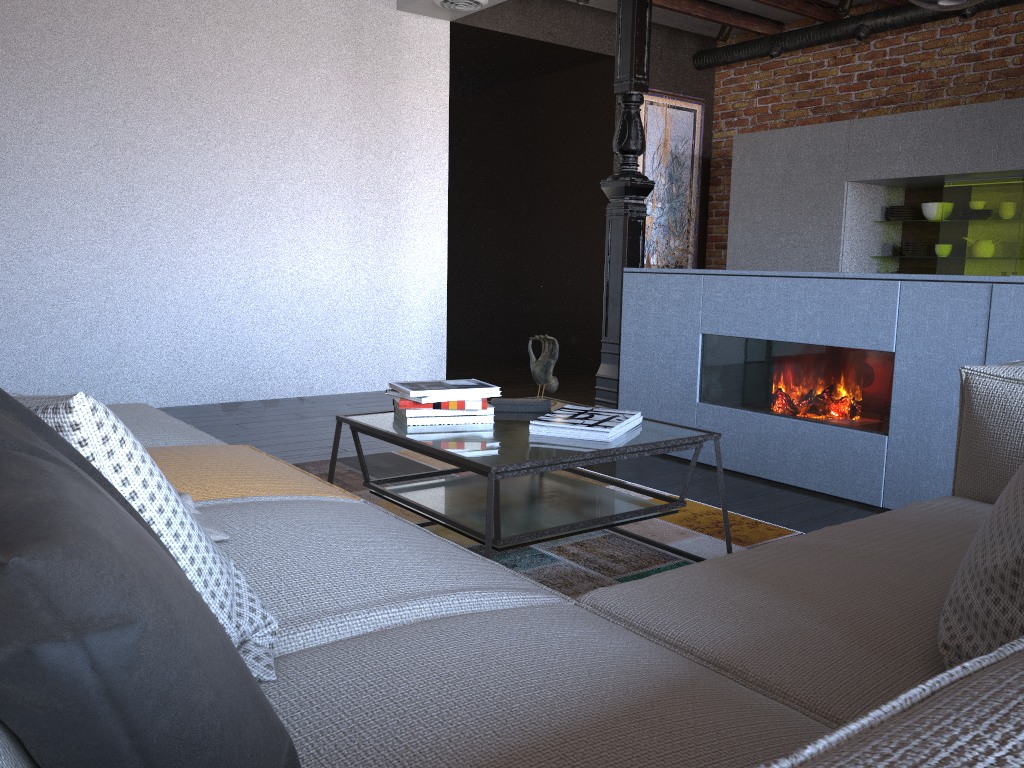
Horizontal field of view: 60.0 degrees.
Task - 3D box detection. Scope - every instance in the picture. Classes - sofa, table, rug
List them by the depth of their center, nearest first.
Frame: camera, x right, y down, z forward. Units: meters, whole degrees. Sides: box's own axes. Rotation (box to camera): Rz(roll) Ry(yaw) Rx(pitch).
[{"bbox_3d":[-0.151,0.268,1.886,2.535,0.698,3.298,-5,10,-37],"label":"sofa"},{"bbox_3d":[0.025,0.303,2.476,0.842,0.389,0.848,-5,10,-37],"label":"table"},{"bbox_3d":[0.013,0.455,2.911,1.431,0.013,2.362,-5,10,-37],"label":"rug"}]

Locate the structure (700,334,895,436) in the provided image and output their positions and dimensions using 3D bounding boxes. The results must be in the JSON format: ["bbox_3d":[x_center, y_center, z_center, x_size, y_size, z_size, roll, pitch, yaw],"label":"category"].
[{"bbox_3d":[1.210,0.004,3.569,0.332,0.394,0.943,-5,10,-37],"label":"structure"}]

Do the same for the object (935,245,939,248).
[{"bbox_3d":[2.786,-0.870,5.729,0.100,0.059,0.100,-2,8,-23],"label":"object"}]

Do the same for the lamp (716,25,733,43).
[{"bbox_3d":[1.579,-2.632,6.564,0.130,0.207,0.091,5,9,25],"label":"lamp"}]

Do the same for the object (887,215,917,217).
[{"bbox_3d":[2.607,-1.109,5.931,0.180,0.027,0.180,4,8,21],"label":"object"}]

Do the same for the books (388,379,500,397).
[{"bbox_3d":[-0.194,0.009,2.517,0.268,0.014,0.196,-2,9,-25],"label":"books"}]

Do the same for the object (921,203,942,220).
[{"bbox_3d":[2.753,-1.111,5.746,0.191,0.113,0.191,-3,9,-28],"label":"object"}]

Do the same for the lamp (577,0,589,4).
[{"bbox_3d":[0.445,-2.553,5.715,0.114,0.184,0.082,4,8,18],"label":"lamp"}]

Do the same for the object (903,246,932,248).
[{"bbox_3d":[2.678,-0.896,5.860,0.180,0.027,0.180,4,8,21],"label":"object"}]

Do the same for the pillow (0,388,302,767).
[{"bbox_3d":[-0.333,0.178,0.695,0.263,0.401,0.510,-6,11,-42],"label":"pillow"}]

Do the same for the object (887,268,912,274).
[{"bbox_3d":[2.560,-0.685,5.923,0.193,0.178,0.208,2,8,5],"label":"object"}]

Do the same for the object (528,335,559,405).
[{"bbox_3d":[0.099,-0.050,2.828,0.099,0.223,0.093,2,8,3],"label":"object"}]

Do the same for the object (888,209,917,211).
[{"bbox_3d":[2.608,-1.152,5.925,0.180,0.027,0.180,4,8,21],"label":"object"}]

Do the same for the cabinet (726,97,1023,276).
[{"bbox_3d":[3.114,-0.677,5.087,0.713,1.810,4.171,-5,10,-37],"label":"cabinet"}]

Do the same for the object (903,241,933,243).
[{"bbox_3d":[2.679,-0.928,5.855,0.180,0.027,0.180,4,8,21],"label":"object"}]

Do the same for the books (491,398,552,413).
[{"bbox_3d":[0.028,0.063,2.716,0.182,0.029,0.129,1,8,0],"label":"books"}]

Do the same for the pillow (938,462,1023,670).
[{"bbox_3d":[0.641,0.162,1.002,0.250,0.402,0.543,7,10,35],"label":"pillow"}]

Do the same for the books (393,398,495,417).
[{"bbox_3d":[-0.198,0.063,2.527,0.251,0.023,0.209,-1,8,-17],"label":"books"}]

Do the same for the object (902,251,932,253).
[{"bbox_3d":[2.677,-0.864,5.864,0.180,0.027,0.180,4,8,21],"label":"object"}]

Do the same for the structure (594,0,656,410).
[{"bbox_3d":[-1.663,-0.540,1.122,0.481,2.396,8.509,7,9,34],"label":"structure"}]

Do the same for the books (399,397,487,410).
[{"bbox_3d":[-0.191,0.045,2.501,0.239,0.023,0.190,1,8,-2],"label":"books"}]

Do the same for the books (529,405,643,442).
[{"bbox_3d":[0.207,0.104,2.420,0.225,0.038,0.308,5,8,23],"label":"books"}]

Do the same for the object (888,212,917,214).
[{"bbox_3d":[2.608,-1.130,5.928,0.180,0.027,0.180,4,8,21],"label":"object"}]

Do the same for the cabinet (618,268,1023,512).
[{"bbox_3d":[1.638,0.035,3.196,0.607,0.845,2.958,-5,10,-37],"label":"cabinet"}]

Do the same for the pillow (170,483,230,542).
[{"bbox_3d":[-0.660,0.129,1.333,0.485,0.314,0.358,2,8,6],"label":"pillow"}]

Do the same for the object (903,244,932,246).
[{"bbox_3d":[2.678,-0.907,5.858,0.180,0.027,0.180,4,8,21],"label":"object"}]

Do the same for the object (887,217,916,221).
[{"bbox_3d":[2.607,-1.098,5.932,0.180,0.027,0.180,4,8,21],"label":"object"}]

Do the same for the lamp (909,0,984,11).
[{"bbox_3d":[1.515,-1.620,2.999,0.364,0.665,0.364,7,10,36],"label":"lamp"}]

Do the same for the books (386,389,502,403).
[{"bbox_3d":[-0.194,0.025,2.519,0.268,0.014,0.196,-5,10,-38],"label":"books"}]

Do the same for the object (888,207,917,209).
[{"bbox_3d":[2.608,-1.162,5.923,0.180,0.027,0.180,4,8,21],"label":"object"}]

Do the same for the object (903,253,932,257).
[{"bbox_3d":[2.677,-0.854,5.866,0.180,0.027,0.180,4,8,21],"label":"object"}]

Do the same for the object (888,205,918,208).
[{"bbox_3d":[2.608,-1.172,5.922,0.180,0.027,0.180,4,8,21],"label":"object"}]

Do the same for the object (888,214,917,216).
[{"bbox_3d":[2.607,-1.120,5.929,0.180,0.027,0.180,4,8,21],"label":"object"}]

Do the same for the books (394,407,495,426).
[{"bbox_3d":[-0.197,0.086,2.531,0.247,0.024,0.209,-1,8,-17],"label":"books"}]

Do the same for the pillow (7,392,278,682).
[{"bbox_3d":[-0.493,0.149,0.998,0.495,0.354,0.293,7,10,38],"label":"pillow"}]

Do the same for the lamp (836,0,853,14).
[{"bbox_3d":[2.179,-2.516,5.777,0.116,0.201,0.087,4,9,21],"label":"lamp"}]

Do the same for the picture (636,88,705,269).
[{"bbox_3d":[1.240,-1.595,7.162,0.780,1.471,0.067,-5,10,-37],"label":"picture"}]

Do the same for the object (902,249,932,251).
[{"bbox_3d":[2.677,-0.875,5.863,0.180,0.027,0.180,4,8,21],"label":"object"}]

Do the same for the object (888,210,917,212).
[{"bbox_3d":[2.608,-1.141,5.926,0.180,0.027,0.180,4,8,21],"label":"object"}]

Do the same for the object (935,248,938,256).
[{"bbox_3d":[2.785,-0.850,5.732,0.100,0.059,0.100,-2,8,-23],"label":"object"}]
